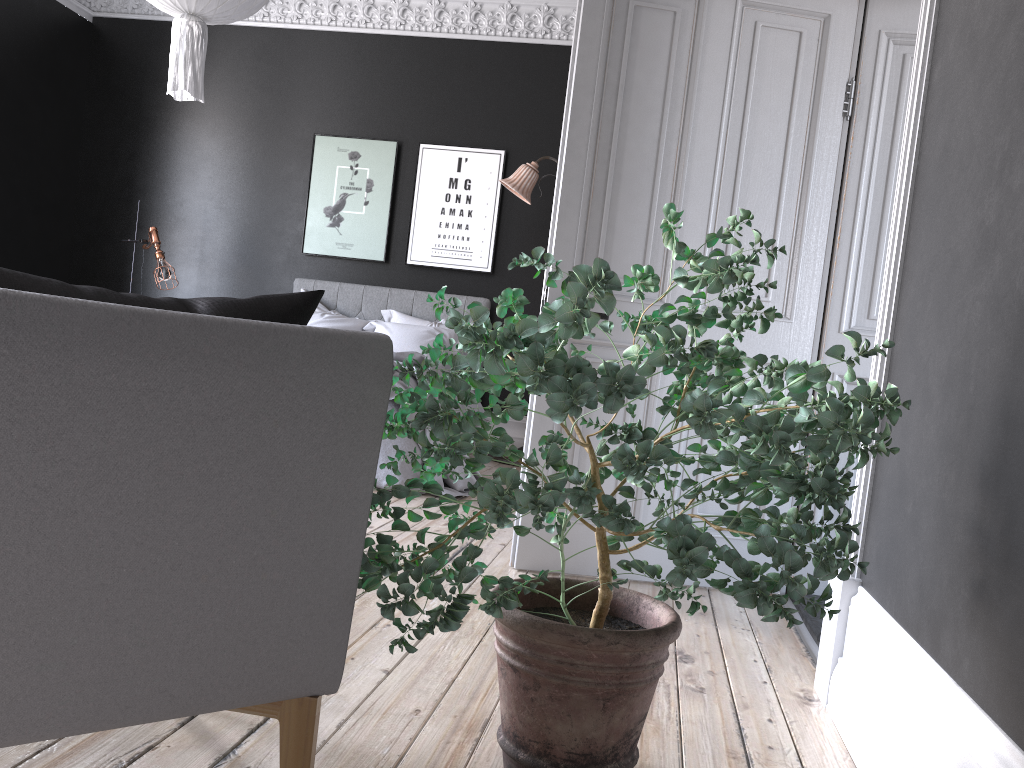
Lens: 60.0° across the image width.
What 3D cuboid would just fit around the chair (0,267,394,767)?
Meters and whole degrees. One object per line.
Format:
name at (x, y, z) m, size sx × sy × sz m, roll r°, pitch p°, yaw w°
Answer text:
chair at (-0.712, 0.238, 1.347) m, size 0.819 × 0.863 × 0.769 m, roll 5°, pitch 3°, yaw -40°

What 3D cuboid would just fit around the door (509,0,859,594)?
door at (0.674, -0.415, 3.366) m, size 1.098 × 2.376 × 0.216 m, roll 7°, pitch 3°, yaw -3°

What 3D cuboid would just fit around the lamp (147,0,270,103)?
lamp at (-1.466, -2.387, 4.231) m, size 0.784 × 2.050 × 0.781 m, roll 5°, pitch 3°, yaw -37°

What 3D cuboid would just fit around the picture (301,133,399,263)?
picture at (-1.446, -1.656, 7.889) m, size 0.791 × 1.079 × 0.014 m, roll 7°, pitch 3°, yaw 9°

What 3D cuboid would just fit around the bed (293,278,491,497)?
bed at (-1.473, -0.203, 6.355) m, size 2.765 × 1.299 × 3.281 m, roll 7°, pitch 2°, yaw -2°

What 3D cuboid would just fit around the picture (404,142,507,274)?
picture at (-0.496, -1.538, 7.735) m, size 0.791 × 1.079 × 0.014 m, roll 7°, pitch 3°, yaw 9°

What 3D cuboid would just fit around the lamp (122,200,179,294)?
lamp at (-3.484, -0.727, 7.880) m, size 0.437 × 1.780 × 1.715 m, roll 4°, pitch 3°, yaw -43°

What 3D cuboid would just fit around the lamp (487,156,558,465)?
lamp at (0.328, -0.571, 7.002) m, size 0.985 × 2.413 × 0.773 m, roll 9°, pitch 3°, yaw 42°

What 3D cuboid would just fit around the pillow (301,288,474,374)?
pillow at (-1.212, -0.387, 7.434) m, size 1.829 × 0.760 × 0.680 m, roll 7°, pitch 2°, yaw 9°
